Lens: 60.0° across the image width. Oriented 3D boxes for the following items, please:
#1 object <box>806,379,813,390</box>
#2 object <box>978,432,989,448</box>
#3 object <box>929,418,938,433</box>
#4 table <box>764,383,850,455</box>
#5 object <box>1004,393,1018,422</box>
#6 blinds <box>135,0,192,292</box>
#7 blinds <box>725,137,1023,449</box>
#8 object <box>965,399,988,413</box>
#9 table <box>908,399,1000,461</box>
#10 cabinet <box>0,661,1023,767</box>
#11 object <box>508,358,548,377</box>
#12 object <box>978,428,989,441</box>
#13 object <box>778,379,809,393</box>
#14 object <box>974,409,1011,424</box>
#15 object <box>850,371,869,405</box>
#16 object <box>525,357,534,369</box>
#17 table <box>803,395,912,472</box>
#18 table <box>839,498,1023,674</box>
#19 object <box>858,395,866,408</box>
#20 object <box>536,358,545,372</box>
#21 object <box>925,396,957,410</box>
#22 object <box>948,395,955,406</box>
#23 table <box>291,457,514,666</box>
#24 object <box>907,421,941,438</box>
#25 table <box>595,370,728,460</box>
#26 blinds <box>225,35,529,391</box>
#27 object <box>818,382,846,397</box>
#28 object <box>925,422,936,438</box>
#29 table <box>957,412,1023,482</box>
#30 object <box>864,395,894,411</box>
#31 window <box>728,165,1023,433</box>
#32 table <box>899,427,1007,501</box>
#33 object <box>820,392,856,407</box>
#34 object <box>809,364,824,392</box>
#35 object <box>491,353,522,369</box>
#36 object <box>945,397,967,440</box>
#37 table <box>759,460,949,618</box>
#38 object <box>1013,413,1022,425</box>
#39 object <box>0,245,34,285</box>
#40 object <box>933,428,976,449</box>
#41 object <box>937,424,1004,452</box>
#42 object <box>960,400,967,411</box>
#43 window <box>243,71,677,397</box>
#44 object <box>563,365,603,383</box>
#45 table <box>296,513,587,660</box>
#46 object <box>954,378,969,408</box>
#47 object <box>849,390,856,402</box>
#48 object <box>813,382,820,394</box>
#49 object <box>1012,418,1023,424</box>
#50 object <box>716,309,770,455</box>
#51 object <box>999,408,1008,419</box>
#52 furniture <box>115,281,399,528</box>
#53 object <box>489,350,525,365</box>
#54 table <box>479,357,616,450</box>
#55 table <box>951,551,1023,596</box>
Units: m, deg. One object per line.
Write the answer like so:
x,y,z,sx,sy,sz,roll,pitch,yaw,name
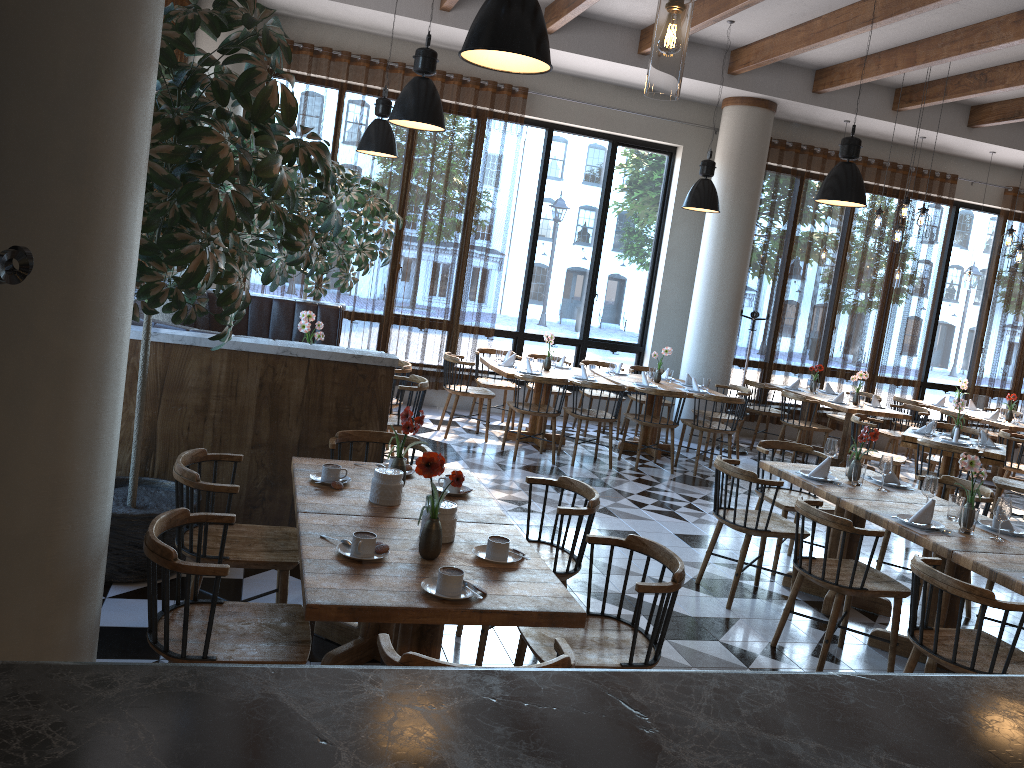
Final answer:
3.775,0.004,11.231,0.080,0.131,0.080,9,6,9,object
4.239,0.510,7.975,0.080,0.131,0.080,13,8,39,object
4.066,0.405,8.565,0.080,0.131,0.080,3,8,-41,object
3.677,0.471,11.031,0.849,0.761,0.855,6,7,-16,table
6.027,0.282,10.741,0.171,0.354,0.157,4,7,-37,object
-2.651,-1.424,6.025,0.155,3.567,5.575,7,7,-16,blinds
6.094,-0.982,12.106,7.255,3.568,0.161,6,6,-16,blinds
6.086,0.274,11.686,0.271,0.136,0.354,6,8,-16,object
5.779,0.693,11.636,0.849,0.761,0.855,6,7,-16,table
1.668,1.412,0.383,5.985,1.160,3.045,6,8,-16,cabinet
0.172,-0.173,8.666,0.351,0.136,0.273,6,7,-16,object
4.440,0.487,8.356,0.080,0.131,0.080,13,8,39,object
3.480,-0.001,10.931,0.271,0.136,0.354,6,8,-16,object
5.810,0.369,10.684,0.271,0.136,0.354,6,8,-16,object
3.956,0.041,10.139,0.207,0.398,0.146,13,7,38,object
0.173,-0.203,8.908,0.080,0.131,0.080,5,7,-31,object
3.899,0.614,10.212,0.849,0.761,0.855,6,7,-16,table
2.297,1.125,4.697,0.849,0.761,0.855,6,7,-16,table
3.933,0.197,9.971,0.080,0.131,0.080,5,7,-31,object
0.283,-0.186,8.900,0.080,0.131,0.080,5,7,-31,object
5.579,0.221,11.534,0.271,0.136,0.354,6,8,-16,object
5.870,0.225,11.833,0.080,0.131,0.080,10,6,19,object
-0.560,0.825,3.868,0.849,0.761,0.855,6,7,-16,table
3.916,0.405,8.388,0.273,0.136,0.352,12,8,29,object
1.500,0.360,9.528,1.213,0.761,1.222,7,7,-13,table
-1.599,-1.794,9.901,3.194,3.568,0.156,6,6,-16,blinds
3.988,0.052,11.083,0.271,0.136,0.354,6,8,-16,object
3.855,0.427,8.177,0.080,0.131,0.080,3,8,-41,object
6.002,0.836,10.816,0.849,0.761,0.855,6,7,-16,table
4.219,0.200,10.232,0.271,0.136,0.354,6,8,-16,object
2.047,-1.235,10.133,15.111,3.153,4.517,2,9,-39,window
4.080,0.897,8.303,0.867,0.761,0.865,12,7,29,table
3.712,0.147,10.080,0.271,0.136,0.354,6,8,-16,object
3.745,-0.075,10.947,0.156,0.354,0.171,9,6,6,object
-0.034,-0.250,9.019,0.271,0.136,0.354,6,8,-16,object
4.135,0.321,8.252,0.146,0.398,0.207,9,6,3,object
2.075,0.983,5.513,0.849,0.761,0.855,6,7,-16,table
6.028,0.418,10.573,0.080,0.131,0.080,5,7,-31,object
-1.412,0.476,2.175,0.375,1.652,0.376,9,5,6,object
4.018,0.468,8.026,0.353,0.136,0.272,12,8,29,object
4.299,0.471,8.310,0.584,0.136,0.578,12,9,28,object
5.802,0.273,11.405,0.080,0.131,0.080,10,6,19,object
-0.520,-1.651,10.475,4.959,3.154,0.367,6,6,-16,window
0.723,-0.114,8.824,0.351,0.136,0.273,6,7,-16,object
-0.338,0.967,3.051,0.849,0.761,0.855,6,7,-16,table
5.883,0.123,11.599,0.146,0.398,0.207,7,6,-12,object
4.001,0.149,10.400,0.080,0.131,0.080,5,7,-31,object
3.707,0.052,10.802,0.080,0.131,0.080,9,6,9,object
6.317,0.422,10.836,0.271,0.136,0.354,6,8,-16,object
2.689,-0.025,10.288,0.374,1.652,0.376,5,6,-34,object
6.096,0.370,11.002,0.080,0.131,0.080,5,7,-31,object
-2.183,-0.014,6.900,1.915,1.145,4.061,6,8,-16,furniture
-0.046,-0.307,9.429,0.351,0.136,0.273,6,7,-16,object
0.296,0.233,9.182,1.213,0.761,1.222,7,7,-13,table
2.520,1.268,3.879,0.849,0.761,0.855,6,7,-16,table
